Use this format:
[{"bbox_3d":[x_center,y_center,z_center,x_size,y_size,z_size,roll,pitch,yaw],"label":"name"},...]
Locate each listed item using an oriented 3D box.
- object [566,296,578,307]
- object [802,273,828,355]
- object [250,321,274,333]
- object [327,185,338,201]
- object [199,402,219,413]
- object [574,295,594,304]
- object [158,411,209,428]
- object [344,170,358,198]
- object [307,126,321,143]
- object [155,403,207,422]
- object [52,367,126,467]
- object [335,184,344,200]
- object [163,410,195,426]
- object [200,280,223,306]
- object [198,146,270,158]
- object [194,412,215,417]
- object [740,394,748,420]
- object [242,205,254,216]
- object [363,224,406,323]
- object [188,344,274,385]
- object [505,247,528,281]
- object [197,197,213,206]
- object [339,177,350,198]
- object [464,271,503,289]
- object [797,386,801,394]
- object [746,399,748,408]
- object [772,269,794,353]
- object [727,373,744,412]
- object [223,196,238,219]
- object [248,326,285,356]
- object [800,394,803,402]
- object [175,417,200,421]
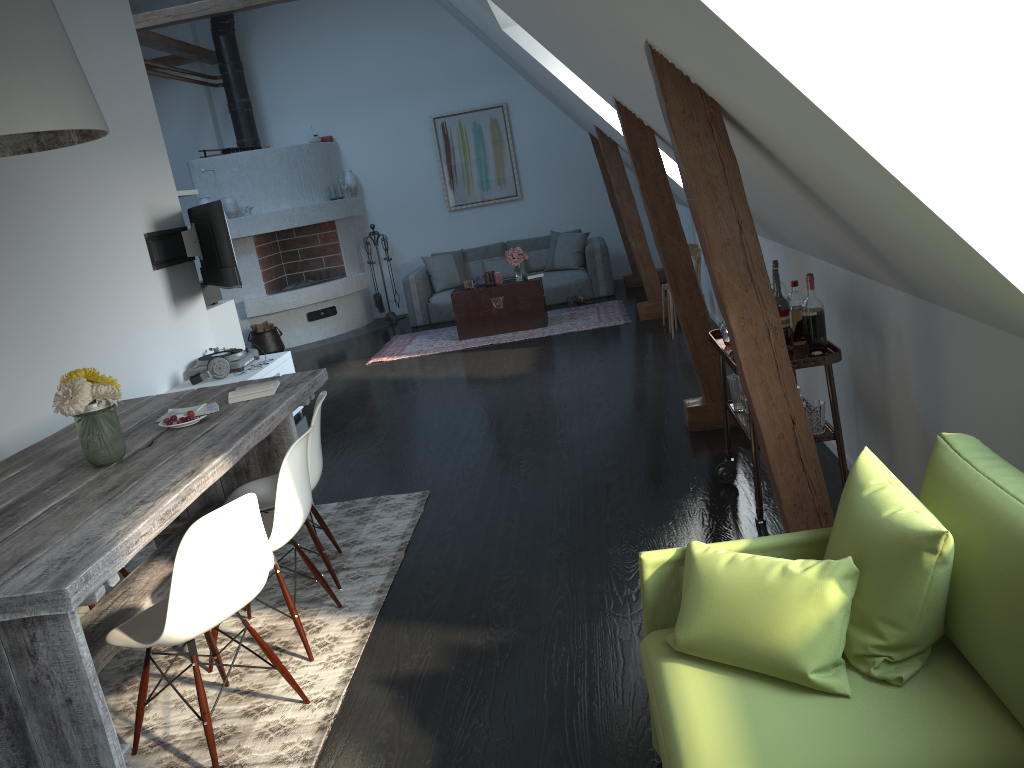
[{"bbox_3d":[0.671,-0.932,10.042,0.101,0.090,0.277,-11,13,-6],"label":"object"},{"bbox_3d":[1.142,-0.267,3.362,0.081,0.308,0.081,-10,13,-2],"label":"object"},{"bbox_3d":[-2.870,-0.550,10.235,0.240,0.370,0.270,-9,13,5],"label":"object"},{"bbox_3d":[-2.189,-2.334,10.830,0.092,0.180,0.092,-1,16,33],"label":"object"},{"bbox_3d":[-1.388,0.118,3.916,0.182,0.014,0.185,-15,14,-19],"label":"object"},{"bbox_3d":[0.827,-0.964,10.058,0.101,0.090,0.277,-20,17,-36],"label":"object"},{"bbox_3d":[-1.381,0.155,3.739,0.205,0.024,0.205,-10,13,-2],"label":"object"},{"bbox_3d":[-2.042,-2.527,11.269,0.165,0.368,0.165,-15,14,-21],"label":"object"},{"bbox_3d":[-2.453,-3.077,10.941,0.066,0.221,0.231,0,16,35],"label":"object"},{"bbox_3d":[-1.470,0.126,3.940,0.182,0.016,0.179,-10,13,1],"label":"object"},{"bbox_3d":[-1.538,0.118,3.259,0.233,0.365,0.293,-16,14,-23],"label":"object"},{"bbox_3d":[-2.135,-2.378,10.976,0.092,0.180,0.092,-3,15,28],"label":"object"},{"bbox_3d":[-1.397,0.148,3.727,0.132,0.034,0.144,-15,14,-22],"label":"object"},{"bbox_3d":[-2.687,-0.706,7.284,0.435,0.211,0.496,-9,13,5],"label":"object"},{"bbox_3d":[-3.206,-2.713,10.262,0.783,0.094,0.311,-12,13,-8],"label":"object"},{"bbox_3d":[-1.328,0.135,3.737,0.194,0.022,0.019,-5,14,21],"label":"object"},{"bbox_3d":[1.011,0.097,3.725,0.092,0.099,0.092,-14,14,-16],"label":"object"},{"bbox_3d":[-3.020,-1.994,10.167,0.161,0.114,0.064,-8,13,8],"label":"object"},{"bbox_3d":[-1.661,-1.424,11.327,0.376,1.245,0.376,-13,14,-14],"label":"object"},{"bbox_3d":[-2.091,-0.173,6.543,0.558,0.162,0.742,-9,13,3],"label":"object"},{"bbox_3d":[0.047,-1.230,9.055,0.234,0.351,0.235,-19,16,-33],"label":"object"},{"bbox_3d":[-3.464,-1.968,10.101,0.203,0.314,0.203,-12,13,-10],"label":"object"},{"bbox_3d":[-2.090,-2.456,11.103,0.081,0.258,0.150,1,17,38],"label":"object"},{"bbox_3d":[-0.282,-1.082,9.147,0.413,0.138,0.215,-6,14,17],"label":"object"},{"bbox_3d":[1.151,0.074,3.672,0.095,0.119,0.095,-18,16,-31],"label":"object"},{"bbox_3d":[1.008,0.112,3.618,0.095,0.119,0.095,-18,16,-31],"label":"object"},{"bbox_3d":[1.042,-0.285,3.458,0.080,0.329,0.080,-11,13,-3],"label":"object"},{"bbox_3d":[0.991,0.038,3.866,0.087,0.155,0.087,-15,14,-21],"label":"object"},{"bbox_3d":[-3.203,-1.997,10.112,0.158,0.274,0.158,3,18,43],"label":"object"},{"bbox_3d":[-2.842,-0.478,10.270,0.384,0.313,0.384,-2,16,31],"label":"object"},{"bbox_3d":[1.122,0.107,3.558,0.095,0.119,0.095,-18,16,-31],"label":"object"},{"bbox_3d":[-1.365,0.149,3.737,0.110,0.011,0.058,-8,13,10],"label":"object"}]
